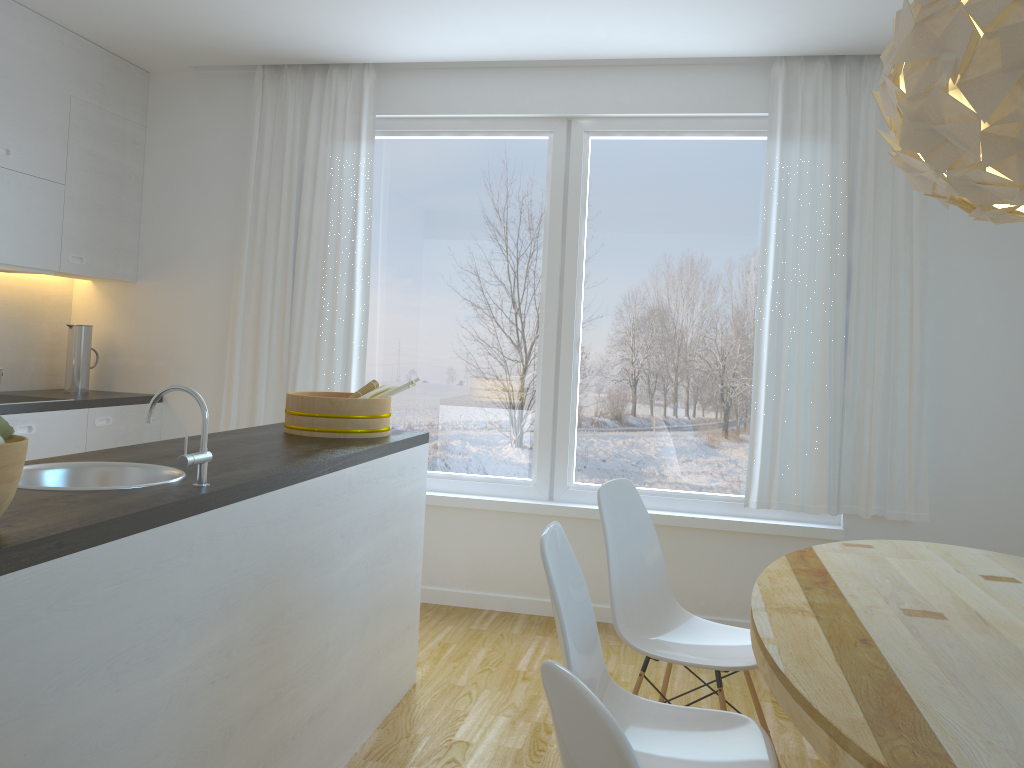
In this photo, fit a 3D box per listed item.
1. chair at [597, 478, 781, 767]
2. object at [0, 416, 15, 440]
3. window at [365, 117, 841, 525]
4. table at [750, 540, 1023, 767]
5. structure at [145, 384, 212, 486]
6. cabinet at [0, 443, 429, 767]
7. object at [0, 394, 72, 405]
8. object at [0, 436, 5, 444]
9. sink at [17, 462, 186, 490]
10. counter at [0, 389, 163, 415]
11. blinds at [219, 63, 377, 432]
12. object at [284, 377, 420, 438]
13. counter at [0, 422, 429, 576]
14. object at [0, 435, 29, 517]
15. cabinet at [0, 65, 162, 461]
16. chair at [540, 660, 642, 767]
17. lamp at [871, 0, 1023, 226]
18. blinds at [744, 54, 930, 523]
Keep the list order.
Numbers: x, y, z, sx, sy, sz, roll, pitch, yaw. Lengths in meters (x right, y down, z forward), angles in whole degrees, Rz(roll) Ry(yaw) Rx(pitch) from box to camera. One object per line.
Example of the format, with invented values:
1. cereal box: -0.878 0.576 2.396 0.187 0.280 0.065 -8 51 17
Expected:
1. chair: 0.510 0.757 2.561 0.524 0.903 0.429 2 -1 31
2. object: -0.866 0.064 1.469 0.077 0.072 0.074 3 0 36
3. window: 0.249 -0.379 4.457 2.728 1.921 0.088 3 -1 11
4. table: 1.088 0.900 1.786 1.194 0.726 2.189 3 2 10
5. structure: -0.740 0.110 1.915 0.162 0.215 0.097 3 -1 12
6. cabinet: -0.873 0.694 2.268 0.601 0.910 2.399 3 2 11
7. object: -2.371 0.069 3.844 0.562 0.013 0.653 3 2 11
8. object: -0.848 0.111 1.407 0.081 0.085 0.098 3 0 -24
9. sink: -0.947 0.278 1.978 0.403 0.157 0.404 2 2 -37
10. counter: -2.369 0.087 3.839 0.600 0.040 1.999 3 2 11
11. blinds: -1.102 -0.632 4.539 0.795 2.163 0.149 3 -2 11
12. object: -0.612 0.071 3.233 0.379 0.214 0.429 4 2 40
13. counter: -0.849 0.219 2.281 0.601 0.040 2.399 3 2 11
14. object: -0.886 0.158 1.401 0.204 0.142 0.206 2 1 -27
15. cabinet: -2.411 -0.215 3.249 0.481 2.303 3.199 3 1 11
16. chair: 0.295 0.799 1.083 0.522 0.903 0.430 3 -1 -19
17. lamp: 1.122 -0.878 1.857 0.647 1.136 0.638 3 -1 11
18. blinds: 1.508 -0.483 4.010 0.795 2.163 0.149 3 -2 12
